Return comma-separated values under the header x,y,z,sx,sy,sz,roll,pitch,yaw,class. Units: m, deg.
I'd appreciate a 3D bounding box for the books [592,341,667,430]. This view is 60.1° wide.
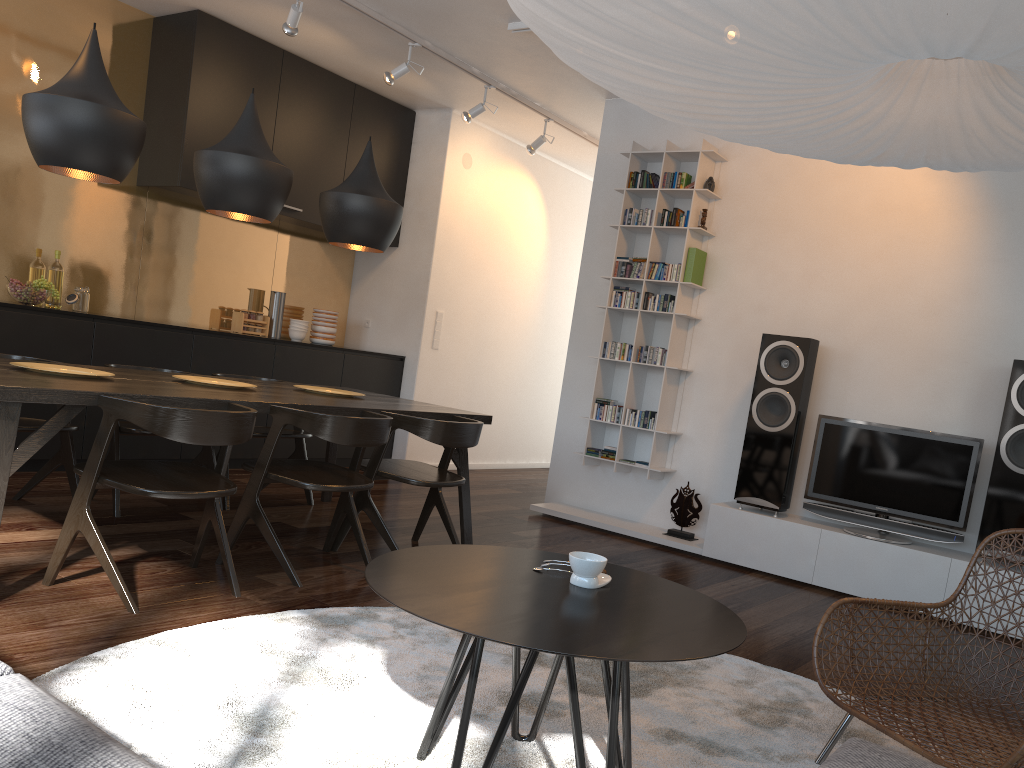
x,y,z,sx,sy,sz,roll,pitch,yaw,class
0.769,0.007,5.618,0.466,0.514,0.122,11,6,35,books

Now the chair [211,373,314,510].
x,y,z,sx,sy,sz,roll,pitch,yaw,class
-1.415,0.312,4.876,0.516,0.675,0.594,11,5,35,chair

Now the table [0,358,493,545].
x,y,z,sx,sy,sz,roll,pitch,yaw,class
-1.310,0.347,3.897,1.099,0.683,2.505,10,2,36,table

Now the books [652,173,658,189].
x,y,z,sx,sy,sz,roll,pitch,yaw,class
0.903,-1.253,5.494,0.057,0.099,0.069,12,5,35,books

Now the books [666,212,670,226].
x,y,z,sx,sy,sz,roll,pitch,yaw,class
0.972,-1.007,5.443,0.013,0.093,0.070,12,6,36,books

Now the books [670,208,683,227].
x,y,z,sx,sy,sz,roll,pitch,yaw,class
1.007,-1.014,5.419,0.028,0.116,0.074,12,6,36,books

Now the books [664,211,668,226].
x,y,z,sx,sy,sz,roll,pitch,yaw,class
0.962,-1.009,5.452,0.013,0.093,0.070,12,6,36,books

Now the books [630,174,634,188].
x,y,z,sx,sy,sz,roll,pitch,yaw,class
0.772,-1.272,5.587,0.013,0.093,0.070,12,6,36,books

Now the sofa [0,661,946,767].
x,y,z,sx,sy,sz,roll,pitch,yaw,class
-0.438,0.550,1.097,3.047,0.676,2.043,10,2,35,sofa

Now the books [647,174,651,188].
x,y,z,sx,sy,sz,roll,pitch,yaw,class
0.863,-1.257,5.523,0.028,0.094,0.070,12,6,36,books

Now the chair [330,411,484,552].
x,y,z,sx,sy,sz,roll,pitch,yaw,class
-0.452,0.473,4.131,0.516,0.675,0.594,11,5,34,chair

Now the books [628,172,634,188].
x,y,z,sx,sy,sz,roll,pitch,yaw,class
0.762,-1.281,5.598,0.016,0.108,0.069,12,6,36,books

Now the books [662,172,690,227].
x,y,z,sx,sy,sz,roll,pitch,yaw,class
1.032,-1.121,5.436,0.227,0.335,0.107,11,6,36,books

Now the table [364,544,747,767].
x,y,z,sx,sy,sz,roll,pitch,yaw,class
0.061,0.700,2.007,0.841,0.475,0.849,10,3,38,table

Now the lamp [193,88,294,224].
x,y,z,sx,sy,sz,roll,pitch,yaw,class
-1.138,-0.988,3.784,0.410,0.544,0.409,9,4,12,lamp

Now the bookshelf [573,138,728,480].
x,y,z,sx,sy,sz,roll,pitch,yaw,class
0.863,-0.460,5.604,0.635,2.088,0.227,12,7,35,bookshelf

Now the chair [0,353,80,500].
x,y,z,sx,sy,sz,roll,pitch,yaw,class
-2.205,0.221,3.819,0.516,0.675,0.594,11,5,32,chair

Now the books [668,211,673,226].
x,y,z,sx,sy,sz,roll,pitch,yaw,class
0.985,-1.006,5.432,0.020,0.093,0.070,12,6,36,books

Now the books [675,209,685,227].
x,y,z,sx,sy,sz,roll,pitch,yaw,class
1.026,-1.007,5.407,0.016,0.108,0.069,12,6,36,books

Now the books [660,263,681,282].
x,y,z,sx,sy,sz,roll,pitch,yaw,class
1.003,-0.681,5.449,0.136,0.113,0.122,11,4,35,books

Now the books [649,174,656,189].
x,y,z,sx,sy,sz,roll,pitch,yaw,class
0.881,-1.254,5.508,0.046,0.091,0.070,12,5,35,books

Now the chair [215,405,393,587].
x,y,z,sx,sy,sz,roll,pitch,yaw,class
-0.808,0.432,3.632,0.516,0.675,0.594,11,5,36,chair

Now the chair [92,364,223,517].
x,y,z,sx,sy,sz,roll,pitch,yaw,class
-1.769,0.272,4.381,0.516,0.675,0.594,11,5,34,chair

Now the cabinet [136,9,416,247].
x,y,z,sx,sy,sz,roll,pitch,yaw,class
-1.574,-1.698,6.291,0.528,1.056,1.959,12,4,36,cabinet

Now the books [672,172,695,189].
x,y,z,sx,sy,sz,roll,pitch,yaw,class
1.078,-1.229,5.404,0.159,0.111,0.101,10,4,35,books

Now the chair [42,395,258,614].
x,y,z,sx,sy,sz,roll,pitch,yaw,class
-1.201,0.388,3.074,0.516,0.675,0.594,11,5,34,chair

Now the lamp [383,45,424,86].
x,y,z,sx,sy,sz,roll,pitch,yaw,class
-0.645,-1.915,5.333,0.250,0.241,0.085,9,5,6,lamp

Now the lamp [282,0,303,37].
x,y,z,sx,sy,sz,roll,pitch,yaw,class
-1.526,-1.232,5.453,0.089,1.858,1.819,6,4,-20,lamp

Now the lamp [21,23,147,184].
x,y,z,sx,sy,sz,roll,pitch,yaw,class
-1.544,-1.034,3.217,0.412,0.544,0.407,7,4,-21,lamp

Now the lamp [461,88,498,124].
x,y,z,sx,sy,sz,roll,pitch,yaw,class
-0.208,-1.865,5.946,0.250,0.241,0.085,9,5,11,lamp

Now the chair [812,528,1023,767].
x,y,z,sx,sy,sz,roll,pitch,yaw,class
1.262,0.740,2.272,0.687,0.714,0.712,7,4,-22,chair

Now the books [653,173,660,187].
x,y,z,sx,sy,sz,roll,pitch,yaw,class
0.911,-1.252,5.489,0.057,0.099,0.069,12,5,35,books

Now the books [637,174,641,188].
x,y,z,sx,sy,sz,roll,pitch,yaw,class
0.814,-1.265,5.559,0.013,0.093,0.070,12,6,36,books

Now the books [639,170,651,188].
x,y,z,sx,sy,sz,roll,pitch,yaw,class
0.831,-1.274,5.546,0.028,0.116,0.074,12,6,36,books

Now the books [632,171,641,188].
x,y,z,sx,sy,sz,roll,pitch,yaw,class
0.786,-1.277,5.574,0.023,0.108,0.069,12,6,36,books

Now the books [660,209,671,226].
x,y,z,sx,sy,sz,roll,pitch,yaw,class
0.946,-1.019,5.458,0.023,0.108,0.069,12,6,36,books

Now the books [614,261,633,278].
x,y,z,sx,sy,sz,roll,pitch,yaw,class
0.719,-0.723,5.644,0.100,0.105,0.096,11,4,35,books

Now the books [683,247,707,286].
x,y,z,sx,sy,sz,roll,pitch,yaw,class
1.125,-0.713,5.425,0.049,0.215,0.166,12,6,36,books

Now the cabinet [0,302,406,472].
x,y,z,sx,sy,sz,roll,pitch,yaw,class
-2.663,0.015,5.157,0.727,0.905,5.074,11,3,36,cabinet

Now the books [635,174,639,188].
x,y,z,sx,sy,sz,roll,pitch,yaw,class
0.802,-1.267,5.567,0.013,0.093,0.070,12,6,36,books

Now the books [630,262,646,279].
x,y,z,sx,sy,sz,roll,pitch,yaw,class
0.818,-0.708,5.573,0.113,0.108,0.096,11,4,35,books

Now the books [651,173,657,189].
x,y,z,sx,sy,sz,roll,pitch,yaw,class
0.896,-1.255,5.499,0.057,0.099,0.069,12,5,35,books

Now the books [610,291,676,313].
x,y,z,sx,sy,sz,roll,pitch,yaw,class
0.849,-0.514,5.569,0.464,0.113,0.122,10,3,35,books

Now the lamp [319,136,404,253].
x,y,z,sx,sy,sz,roll,pitch,yaw,class
-0.732,-0.942,4.352,0.411,0.544,0.408,8,4,-7,lamp

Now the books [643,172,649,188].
x,y,z,sx,sy,sz,roll,pitch,yaw,class
0.848,-1.264,5.532,0.019,0.100,0.074,12,6,36,books

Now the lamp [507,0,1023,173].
x,y,z,sx,sy,sz,roll,pitch,yaw,class
0.662,-0.526,1.341,1.473,0.211,1.459,8,2,-18,lamp
